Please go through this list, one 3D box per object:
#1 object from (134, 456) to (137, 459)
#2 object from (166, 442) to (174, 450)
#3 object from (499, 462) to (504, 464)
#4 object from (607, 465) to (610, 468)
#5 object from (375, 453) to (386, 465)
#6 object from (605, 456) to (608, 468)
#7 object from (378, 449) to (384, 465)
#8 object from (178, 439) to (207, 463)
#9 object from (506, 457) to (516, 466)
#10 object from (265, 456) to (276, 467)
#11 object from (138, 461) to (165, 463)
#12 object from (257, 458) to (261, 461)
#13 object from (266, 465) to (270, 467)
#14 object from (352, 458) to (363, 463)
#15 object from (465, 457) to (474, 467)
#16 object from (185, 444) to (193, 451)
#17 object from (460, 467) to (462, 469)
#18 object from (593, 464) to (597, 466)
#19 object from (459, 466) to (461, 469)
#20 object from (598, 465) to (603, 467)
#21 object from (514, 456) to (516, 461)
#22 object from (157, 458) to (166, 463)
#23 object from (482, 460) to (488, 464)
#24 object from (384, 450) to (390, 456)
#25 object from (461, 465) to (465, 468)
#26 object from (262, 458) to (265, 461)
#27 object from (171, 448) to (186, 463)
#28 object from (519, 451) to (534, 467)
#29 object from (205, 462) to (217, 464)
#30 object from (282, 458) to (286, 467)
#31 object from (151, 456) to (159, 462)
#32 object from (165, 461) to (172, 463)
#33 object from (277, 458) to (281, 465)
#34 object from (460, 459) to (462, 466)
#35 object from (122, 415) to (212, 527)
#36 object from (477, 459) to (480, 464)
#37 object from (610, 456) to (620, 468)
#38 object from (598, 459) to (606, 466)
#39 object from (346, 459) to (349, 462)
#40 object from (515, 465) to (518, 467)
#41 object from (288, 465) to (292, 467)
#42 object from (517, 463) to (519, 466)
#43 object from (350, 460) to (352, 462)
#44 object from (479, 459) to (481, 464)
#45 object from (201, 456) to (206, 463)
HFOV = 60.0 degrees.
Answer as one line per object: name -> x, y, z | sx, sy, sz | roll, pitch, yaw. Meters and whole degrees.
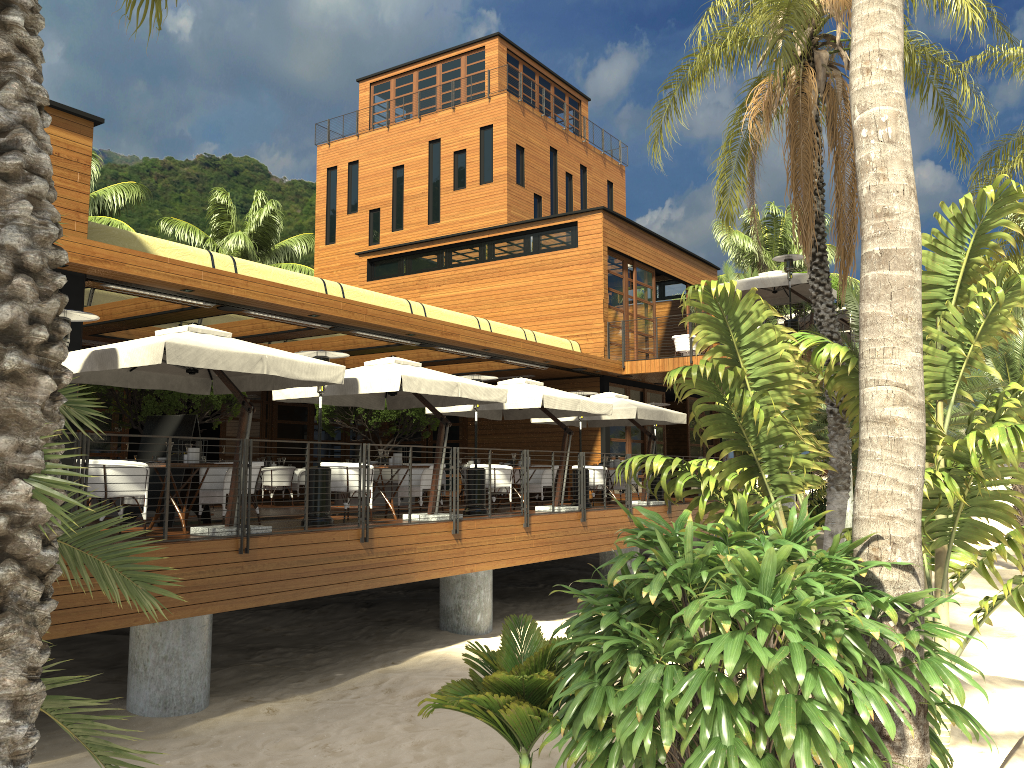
object -> -6.859, 1.423, 16.175 | 0.082, 0.227, 0.082 | -6, -9, 43
object -> -3.700, 0.742, 9.572 | 0.082, 0.227, 0.082 | -5, -8, 34
object -> -0.184, 1.391, 15.322 | 0.086, 0.086, 0.086 | -5, -8, 38
object -> 2.038, 1.708, 18.399 | 0.116, 0.065, 0.116 | -2, -6, 15
object -> -1.887, 1.082, 12.698 | 0.163, 0.179, 0.167 | -5, -8, 35
object -> 1.917, 1.582, 17.983 | 0.082, 0.227, 0.082 | -5, -8, 34
object -> -1.832, 1.022, 12.369 | 0.082, 0.227, 0.082 | -5, -8, 34
object -> -3.505, 0.744, 9.739 | 0.263, 0.264, 0.263 | 1, -6, -11
object -> -0.024, 1.360, 15.486 | 0.163, 0.179, 0.167 | -5, -8, 35
object -> -5.034, 1.637, 18.484 | 0.263, 0.264, 0.263 | 5, -8, -39
object -> -3.860, 0.843, 9.530 | 0.294, 0.025, 0.170 | -4, -7, 33
object -> -5.313, 1.664, 18.595 | 0.082, 0.227, 0.082 | 5, -9, -38
object -> -5.003, 1.696, 18.192 | 0.086, 0.086, 0.086 | -1, -6, 6
object -> -3.666, 1.897, 21.077 | 0.263, 0.264, 0.263 | 1, -6, -8
object -> -0.928, 1.748, 19.688 | 0.263, 0.264, 0.263 | 1, -6, -10
object -> -3.694, 0.799, 10.126 | 0.082, 0.227, 0.082 | -5, -8, 34
object -> -1.112, 1.848, 19.574 | 0.080, 0.042, 0.080 | -3, -7, 23
object -> 1.703, 1.673, 18.147 | 0.086, 0.086, 0.086 | -4, -8, 34
object -> -1.130, 1.849, 19.700 | 0.116, 0.065, 0.116 | 1, -6, -7
object -> 1.805, 1.678, 18.099 | 0.116, 0.065, 0.116 | -2, -6, 15
object -> 0.036, 1.356, 15.711 | 0.082, 0.227, 0.082 | -5, -8, 34
object -> -3.813, 0.839, 9.689 | 0.116, 0.065, 0.116 | -5, -8, 37
object -> -0.604, 1.767, 19.476 | 0.163, 0.179, 0.167 | 1, -6, -7
object -> -1.826, 1.078, 12.922 | 0.082, 0.227, 0.082 | -3, -7, 22
object -> -1.065, 1.809, 19.417 | 0.086, 0.086, 0.086 | -5, -8, 35
object -> -5.109, 1.624, 18.208 | 0.082, 0.227, 0.082 | 7, -9, -45
object -> -3.754, 0.803, 9.898 | 0.168, 0.179, 0.163 | -4, -7, 31
object -> 0.225, 1.301, 15.324 | 0.263, 0.264, 0.263 | 1, -6, -11
object -> -3.533, 0.905, 10.142 | 0.294, 0.025, 0.170 | -4, -7, 33
object -> -4.740, 1.645, 18.420 | 0.082, 0.227, 0.082 | 5, -9, -38
object -> -3.915, 0.833, 9.737 | 0.086, 0.086, 0.086 | -5, -8, 38
object -> -3.729, 0.845, 9.634 | 0.080, 0.042, 0.080 | -3, -7, 25
object -> -4.931, 1.682, 18.784 | 0.082, 0.227, 0.082 | 7, -9, -45
object -> -1.156, 1.783, 19.881 | 0.082, 0.227, 0.082 | 2, -7, -21
object -> -4.384, 1.096, 11.351 | 0.768, 1.400, 0.770 | -2, -7, 18
object -> -0.737, 1.739, 19.454 | 0.082, 0.227, 0.082 | 2, -7, -21
object -> 2.112, 1.583, 18.150 | 0.263, 0.264, 0.263 | 1, -6, -11
object -> 1.863, 1.642, 18.312 | 0.163, 0.179, 0.167 | -5, -8, 35
object -> -3.872, 1.890, 20.858 | 0.082, 0.227, 0.082 | 2, -7, -18
object -> 0.068, 1.443, 15.625 | 0.080, 0.042, 0.080 | 0, -6, -5
object -> -4.633, 1.726, 18.502 | 0.086, 0.086, 0.086 | -1, -6, 11
object -> 0.150, 1.426, 15.573 | 0.116, 0.065, 0.116 | -4, -7, 32
object -> -3.862, 1.933, 21.282 | 0.082, 0.227, 0.082 | 1, -7, -13
object -> -0.730, 1.783, 19.891 | 0.082, 0.227, 0.082 | 0, -7, -4
object -> -3.477, 0.854, 9.946 | 0.086, 0.086, 0.086 | -5, -8, 38
